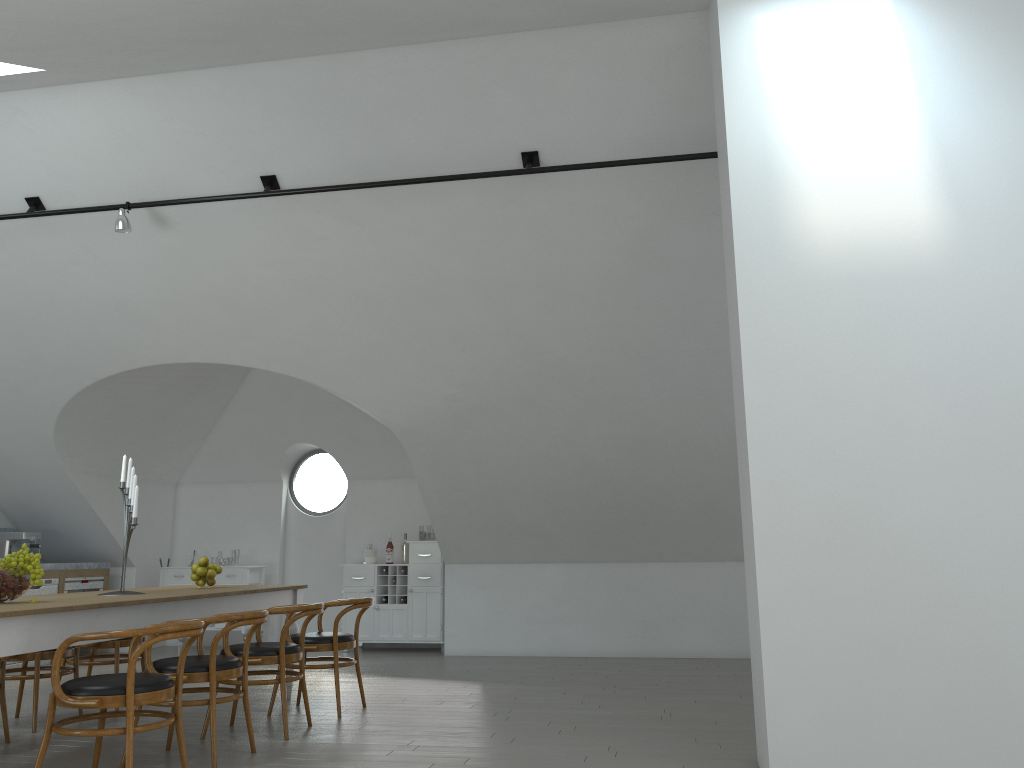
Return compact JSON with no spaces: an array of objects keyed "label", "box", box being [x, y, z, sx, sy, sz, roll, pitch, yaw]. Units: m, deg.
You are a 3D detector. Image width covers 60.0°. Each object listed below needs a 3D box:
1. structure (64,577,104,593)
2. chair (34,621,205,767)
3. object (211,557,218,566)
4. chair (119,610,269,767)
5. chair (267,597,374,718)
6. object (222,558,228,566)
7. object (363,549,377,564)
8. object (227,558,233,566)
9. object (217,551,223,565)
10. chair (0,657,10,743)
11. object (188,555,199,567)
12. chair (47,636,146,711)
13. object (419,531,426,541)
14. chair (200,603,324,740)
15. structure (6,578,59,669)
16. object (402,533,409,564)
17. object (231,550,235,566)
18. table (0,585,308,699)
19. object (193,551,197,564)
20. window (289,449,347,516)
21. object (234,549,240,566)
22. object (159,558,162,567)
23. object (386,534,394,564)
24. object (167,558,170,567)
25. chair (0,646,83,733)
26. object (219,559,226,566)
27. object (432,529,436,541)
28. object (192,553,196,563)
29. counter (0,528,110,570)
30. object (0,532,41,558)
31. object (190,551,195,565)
[{"label":"structure","box":[-4.745,2.344,9.253,0.630,0.640,0.628,-3,-12,10]},{"label":"chair","box":[-1.683,1.419,3.871,0.621,0.739,0.524,-3,-12,13]},{"label":"object","box":[-3.332,1.990,9.913,0.081,0.106,0.081,-6,-13,23]},{"label":"chair","box":[-1.591,1.553,4.576,0.621,0.739,0.524,-3,-12,10]},{"label":"chair","box":[-1.243,1.814,5.954,0.621,0.739,0.524,-3,-12,13]},{"label":"object","box":[-3.228,2.015,10.020,0.094,0.094,0.093,0,-12,-2]},{"label":"object","box":[-1.572,1.919,9.836,0.153,0.161,0.157,-10,-15,38]},{"label":"object","box":[-3.168,1.999,9.953,0.071,0.099,0.071,-8,-14,33]},{"label":"object","box":[-3.292,1.971,9.989,0.048,0.170,0.047,0,-12,-2]},{"label":"chair","box":[-3.160,1.633,4.905,0.621,0.739,0.524,-2,-12,7]},{"label":"object","box":[-3.670,2.037,10.209,0.101,0.138,0.066,-3,-12,10]},{"label":"chair","box":[-2.945,1.900,6.308,0.621,0.739,0.524,-2,-12,7]},{"label":"object","box":[-0.977,1.667,9.695,0.081,0.106,0.081,10,-16,-40]},{"label":"chair","box":[-1.442,1.685,5.272,0.621,0.739,0.524,-2,-12,5]},{"label":"structure","box":[-4.885,2.300,8.508,0.598,0.828,0.720,-3,-12,10]},{"label":"object","box":[-1.179,1.821,9.804,0.085,0.333,0.085,7,-14,-30]},{"label":"object","box":[-3.151,1.972,10.028,0.054,0.180,0.053,2,-13,-12]},{"label":"table","box":[-2.328,1.612,5.030,1.018,0.804,3.329,-3,-11,10]},{"label":"object","box":[-3.651,2.001,10.203,0.039,0.165,0.024,-6,-13,23]},{"label":"window","box":[-2.289,1.187,10.669,0.899,0.905,0.060,-3,-13,10]},{"label":"object","box":[-3.101,1.960,9.989,0.063,0.188,0.062,0,-12,-4]},{"label":"object","box":[-3.937,2.102,9.993,0.088,0.270,0.029,3,-13,-16]},{"label":"object","box":[-1.355,1.831,9.841,0.081,0.332,0.081,-2,-12,6]},{"label":"object","box":[-3.883,2.100,9.983,0.088,0.270,0.029,-10,-15,36]},{"label":"chair","box":[-3.087,1.769,5.615,0.621,0.739,0.524,-3,-12,13]},{"label":"object","box":[-3.248,2.003,9.932,0.077,0.086,0.076,0,-12,-2]},{"label":"object","box":[-0.854,1.656,9.753,0.046,0.144,0.046,-5,-13,21]},{"label":"object","box":[-3.668,2.019,10.220,0.097,0.137,0.029,-3,-13,13]},{"label":"counter","box":[-5.435,1.157,6.810,0.961,0.623,6.537,-3,-11,10]},{"label":"object","box":[-5.001,1.687,9.106,0.386,0.322,0.322,-3,-12,10]},{"label":"object","box":[-3.679,2.004,10.223,0.039,0.176,0.054,-3,-12,10]}]
